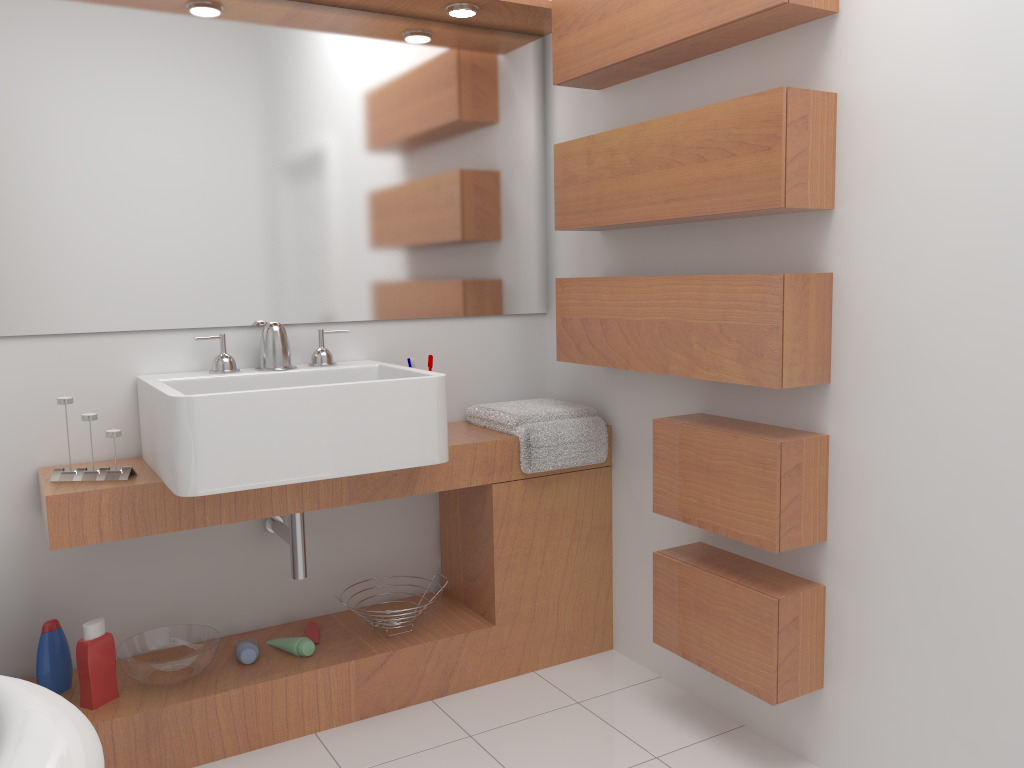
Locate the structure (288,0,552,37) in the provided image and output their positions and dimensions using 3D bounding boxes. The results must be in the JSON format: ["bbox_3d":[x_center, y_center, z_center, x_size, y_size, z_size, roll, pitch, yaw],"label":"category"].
[{"bbox_3d":[-0.951,-1.124,2.084,2.606,0.240,0.287,-5,8,-30],"label":"structure"}]

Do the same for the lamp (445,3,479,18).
[{"bbox_3d":[-0.142,-1.065,2.530,0.098,0.018,0.098,4,9,39],"label":"lamp"}]

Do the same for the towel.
[{"bbox_3d":[0.070,0.149,2.729,0.272,0.140,0.359,-5,8,-30],"label":"towel"}]

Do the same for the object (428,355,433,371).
[{"bbox_3d":[-0.243,0.031,2.629,0.016,0.231,0.052,0,7,9],"label":"object"}]

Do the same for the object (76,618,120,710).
[{"bbox_3d":[-0.991,0.666,2.116,0.046,0.207,0.079,2,7,25],"label":"object"}]

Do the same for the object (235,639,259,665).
[{"bbox_3d":[-0.717,0.706,2.398,0.059,0.052,0.187,-3,7,-19],"label":"object"}]

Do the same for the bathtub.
[{"bbox_3d":[-1.170,0.723,1.230,1.055,0.674,1.863,-5,8,-30],"label":"bathtub"}]

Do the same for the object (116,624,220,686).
[{"bbox_3d":[-0.868,0.701,2.251,0.245,0.090,0.245,3,8,31],"label":"object"}]

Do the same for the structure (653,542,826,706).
[{"bbox_3d":[0.545,0.570,2.180,0.165,0.245,0.417,-5,8,-30],"label":"structure"}]

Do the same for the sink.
[{"bbox_3d":[-0.565,0.185,2.285,0.657,0.673,0.552,-5,8,-30],"label":"sink"}]

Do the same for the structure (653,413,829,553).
[{"bbox_3d":[0.538,0.223,2.139,0.165,0.245,0.417,-5,8,-30],"label":"structure"}]

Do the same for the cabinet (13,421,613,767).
[{"bbox_3d":[-0.483,0.530,2.475,1.635,0.719,0.355,-5,8,-30],"label":"cabinet"}]

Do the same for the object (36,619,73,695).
[{"bbox_3d":[-1.123,0.670,2.172,0.044,0.190,0.092,2,8,26],"label":"object"}]

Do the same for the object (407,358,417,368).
[{"bbox_3d":[-0.268,0.037,2.596,0.070,0.228,0.016,-2,7,-5],"label":"object"}]

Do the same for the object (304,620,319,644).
[{"bbox_3d":[-0.565,0.703,2.499,0.042,0.037,0.133,-2,7,-11],"label":"object"}]

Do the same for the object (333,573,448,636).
[{"bbox_3d":[-0.342,0.639,2.538,0.291,0.126,0.291,1,7,18],"label":"object"}]

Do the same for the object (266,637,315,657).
[{"bbox_3d":[-0.605,0.701,2.419,0.187,0.052,0.059,5,9,43],"label":"object"}]

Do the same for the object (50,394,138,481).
[{"bbox_3d":[-0.991,0.124,2.087,0.182,0.203,0.059,-1,7,0],"label":"object"}]

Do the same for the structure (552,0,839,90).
[{"bbox_3d":[0.403,-0.942,2.193,0.165,0.245,0.860,-5,8,-30],"label":"structure"}]

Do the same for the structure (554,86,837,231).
[{"bbox_3d":[0.411,-0.535,2.241,0.165,0.245,0.860,-5,8,-30],"label":"structure"}]

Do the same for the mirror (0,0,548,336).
[{"bbox_3d":[-1.003,-0.580,2.264,2.600,0.887,0.022,-5,8,-30],"label":"mirror"}]

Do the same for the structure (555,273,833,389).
[{"bbox_3d":[0.419,-0.156,2.286,0.165,0.245,0.860,-5,8,-30],"label":"structure"}]
